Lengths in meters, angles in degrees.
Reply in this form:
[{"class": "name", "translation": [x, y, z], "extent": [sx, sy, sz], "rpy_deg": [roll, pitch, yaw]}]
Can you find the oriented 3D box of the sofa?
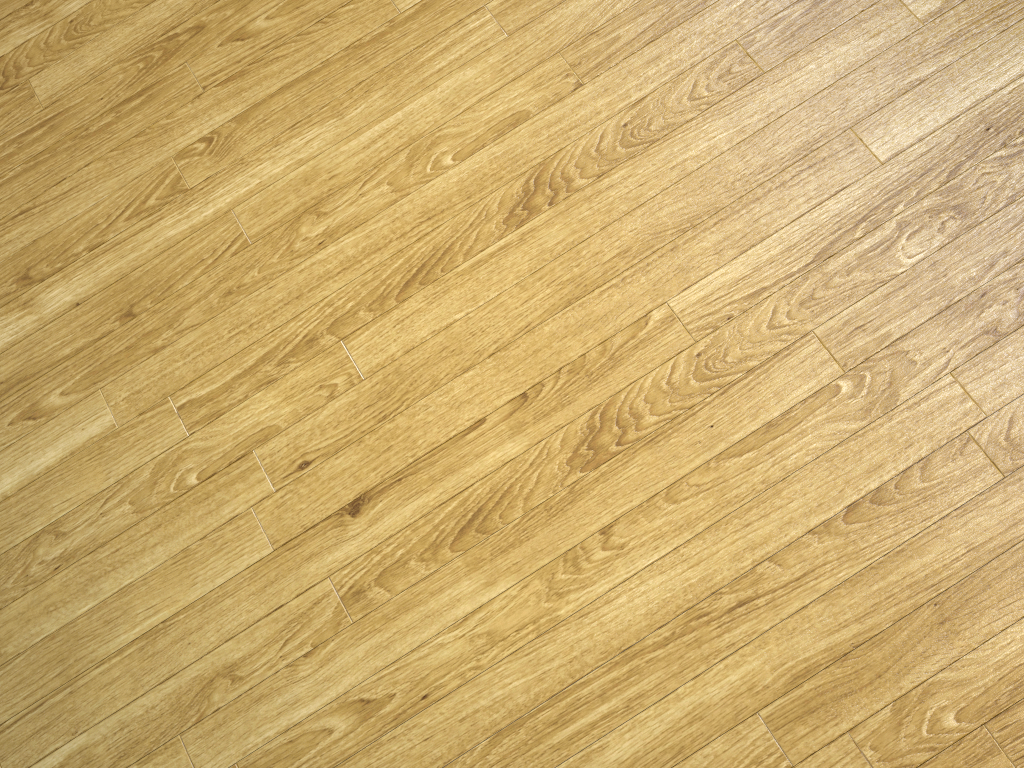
[{"class": "sofa", "translation": [-2.504, 1.929, 0.844], "extent": [9.720, 0.684, 5.296], "rpy_deg": [-32, 73, -1]}]
